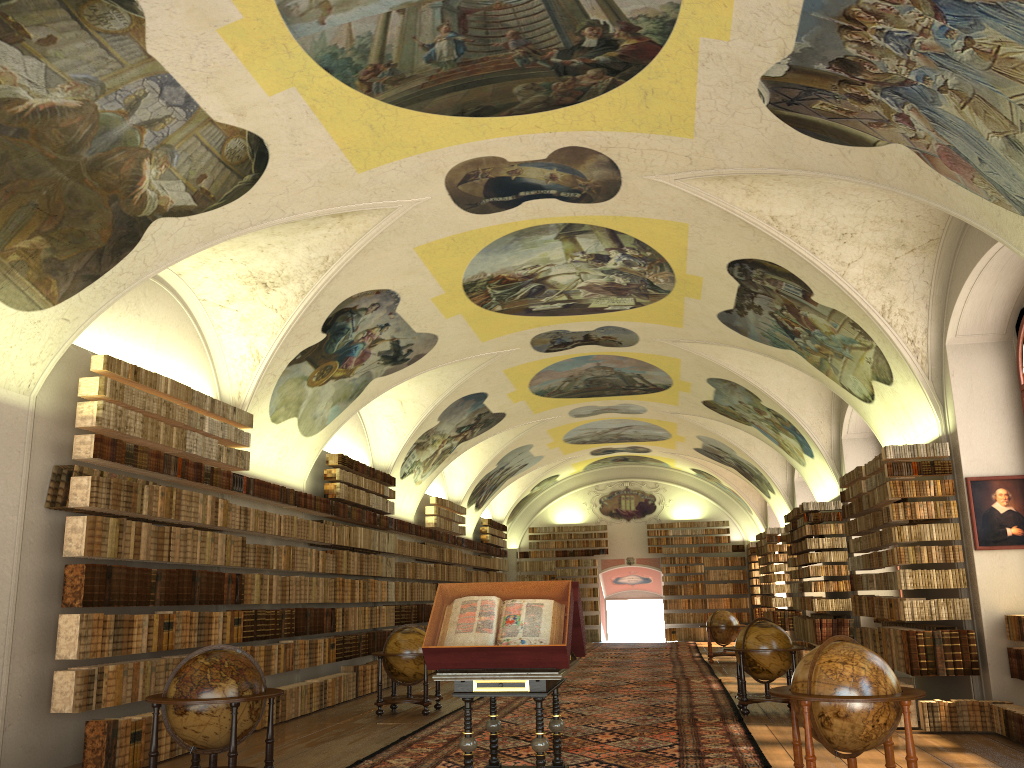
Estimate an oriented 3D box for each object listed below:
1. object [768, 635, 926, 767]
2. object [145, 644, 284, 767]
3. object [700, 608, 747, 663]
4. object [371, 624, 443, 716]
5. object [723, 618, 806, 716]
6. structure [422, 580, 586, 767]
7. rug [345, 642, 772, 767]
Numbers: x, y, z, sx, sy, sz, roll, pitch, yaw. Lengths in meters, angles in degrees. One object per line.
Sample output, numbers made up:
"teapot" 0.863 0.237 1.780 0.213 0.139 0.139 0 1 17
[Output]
"object" 2.890 2.909 7.623 1.281 1.442 1.282 11 -18 -42
"object" -2.866 3.264 8.558 1.280 1.442 1.283 6 -15 -27
"object" 5.869 6.972 24.603 1.281 1.442 1.282 9 -16 -37
"object" -1.735 4.808 15.012 1.281 1.442 1.282 11 -18 -42
"object" 4.023 4.453 14.077 1.280 1.442 1.283 6 -15 -27
"structure" 0.008 2.870 8.311 1.245 1.973 1.899 -3 -13 9
"rug" 1.861 6.074 17.695 4.705 0.064 37.060 -3 -14 9
